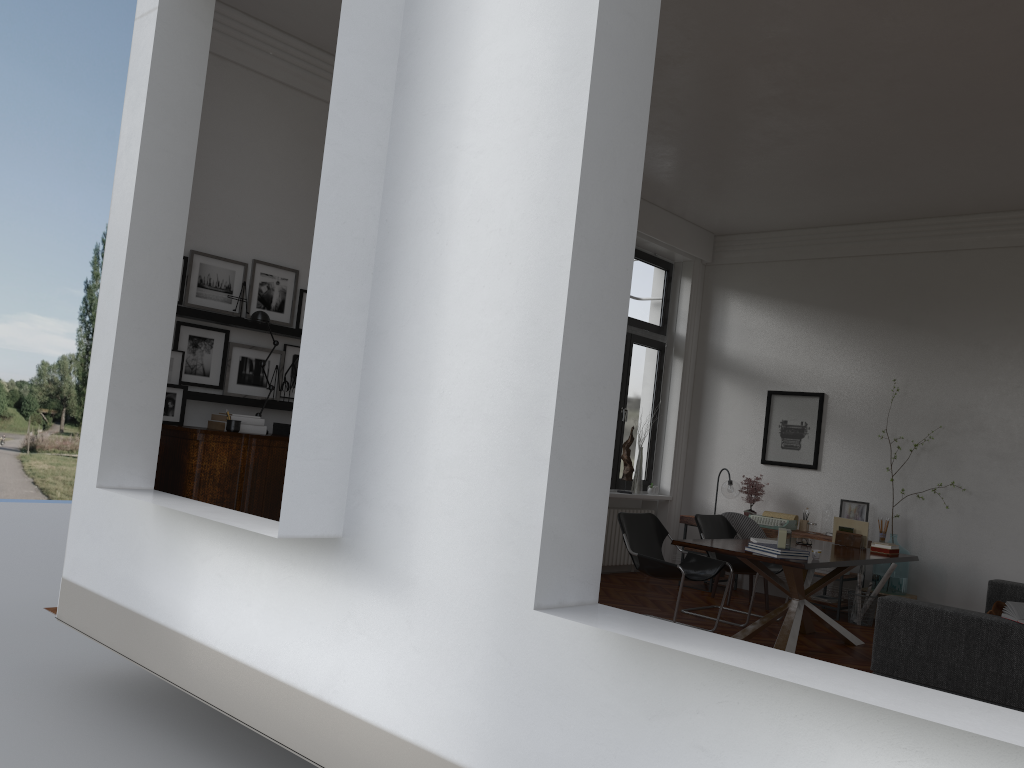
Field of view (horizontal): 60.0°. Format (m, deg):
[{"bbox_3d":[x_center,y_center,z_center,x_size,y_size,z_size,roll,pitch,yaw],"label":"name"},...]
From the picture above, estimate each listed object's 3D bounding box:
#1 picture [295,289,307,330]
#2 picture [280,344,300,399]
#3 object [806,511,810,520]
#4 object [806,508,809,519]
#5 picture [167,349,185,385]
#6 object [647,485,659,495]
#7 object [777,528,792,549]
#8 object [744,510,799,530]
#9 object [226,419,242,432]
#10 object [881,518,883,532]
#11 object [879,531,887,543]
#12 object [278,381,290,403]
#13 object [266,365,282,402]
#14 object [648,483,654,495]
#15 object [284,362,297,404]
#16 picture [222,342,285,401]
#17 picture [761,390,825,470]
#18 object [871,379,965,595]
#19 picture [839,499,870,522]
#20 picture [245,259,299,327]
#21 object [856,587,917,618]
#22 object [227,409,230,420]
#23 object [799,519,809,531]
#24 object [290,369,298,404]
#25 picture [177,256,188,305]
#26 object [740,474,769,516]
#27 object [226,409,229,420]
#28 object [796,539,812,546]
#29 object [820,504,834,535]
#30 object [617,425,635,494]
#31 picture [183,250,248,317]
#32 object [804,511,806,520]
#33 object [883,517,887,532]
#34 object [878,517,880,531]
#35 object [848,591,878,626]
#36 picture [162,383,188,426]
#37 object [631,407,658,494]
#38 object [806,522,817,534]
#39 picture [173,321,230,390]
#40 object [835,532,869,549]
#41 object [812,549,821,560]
[{"bbox_3d":[-1.443,-0.518,6.494,0.020,0.303,0.290,4,-4,43],"label":"picture"},{"bbox_3d":[-1.526,-0.075,6.441,0.020,0.384,0.343,4,-4,43],"label":"picture"},{"bbox_3d":[3.025,1.407,9.112,0.054,0.207,0.008,5,-3,26],"label":"object"},{"bbox_3d":[3.027,1.392,9.127,0.023,0.239,0.028,4,-3,40],"label":"object"},{"bbox_3d":[-2.237,-0.104,5.630,0.020,0.253,0.300,4,-4,43],"label":"picture"},{"bbox_3d":[1.631,1.224,10.249,0.132,0.097,0.135,6,-3,13],"label":"object"},{"bbox_3d":[1.886,1.070,6.141,0.082,0.125,0.276,5,-4,16],"label":"object"},{"bbox_3d":[2.620,1.388,9.097,0.534,0.148,0.485,3,-5,41],"label":"object"},{"bbox_3d":[-1.723,0.262,5.482,0.091,0.077,0.091,5,-3,16],"label":"object"},{"bbox_3d":[3.113,1.219,7.458,0.049,0.193,0.008,9,-3,-43],"label":"object"},{"bbox_3d":[3.125,1.289,7.475,0.058,0.091,0.058,5,-3,30],"label":"object"},{"bbox_3d":[-1.599,0.055,6.242,0.040,0.160,0.066,4,-3,43],"label":"object"},{"bbox_3d":[-1.660,-0.004,6.212,0.040,0.260,0.124,4,-3,43],"label":"object"},{"bbox_3d":[1.579,1.189,10.066,0.072,0.134,0.072,7,-3,-22],"label":"object"},{"bbox_3d":[-1.578,-0.007,6.313,0.040,0.298,0.118,4,-3,43],"label":"object"},{"bbox_3d":[-1.788,-0.078,6.155,0.020,0.364,0.434,4,-4,43],"label":"picture"},{"bbox_3d":[3.021,0.487,9.557,0.633,0.815,0.050,4,-4,43],"label":"picture"},{"bbox_3d":[3.869,0.983,8.442,0.807,2.056,0.354,5,-3,24],"label":"object"},{"bbox_3d":[3.406,1.350,8.846,0.282,0.369,0.023,4,-4,43],"label":"picture"},{"bbox_3d":[-1.680,-0.635,6.229,0.020,0.408,0.370,4,-4,43],"label":"picture"},{"bbox_3d":[3.566,2.142,8.453,0.434,0.316,0.342,3,-4,43],"label":"object"},{"bbox_3d":[-1.736,0.217,5.451,0.050,0.119,0.010,9,-4,-45],"label":"object"},{"bbox_3d":[2.998,1.453,9.105,0.075,0.113,0.058,4,-4,43],"label":"object"},{"bbox_3d":[-1.554,0.018,6.382,0.040,0.262,0.111,4,-3,43],"label":"object"},{"bbox_3d":[-2.211,-0.683,5.650,0.020,0.315,0.267,4,-4,43],"label":"picture"},{"bbox_3d":[2.570,1.222,9.528,0.290,0.528,0.308,6,-3,-2],"label":"object"},{"bbox_3d":[-1.750,0.224,5.472,0.010,0.139,0.046,4,-3,40],"label":"object"},{"bbox_3d":[2.401,1.302,7.324,0.132,0.047,0.114,6,-3,6],"label":"object"},{"bbox_3d":[3.185,1.369,8.960,0.112,0.302,0.112,7,-3,-11],"label":"object"},{"bbox_3d":[1.270,0.825,9.716,0.165,0.753,0.143,6,-2,-5],"label":"object"},{"bbox_3d":[-1.970,-0.667,5.912,0.020,0.367,0.416,4,-4,43],"label":"picture"},{"bbox_3d":[3.010,1.407,9.131,0.008,0.207,0.054,5,-3,30],"label":"object"},{"bbox_3d":[3.150,1.224,7.498,0.038,0.194,0.008,7,-3,-21],"label":"object"},{"bbox_3d":[3.104,1.220,7.483,0.049,0.193,0.008,6,-2,12],"label":"object"},{"bbox_3d":[3.253,2.103,8.254,0.261,0.304,0.261,6,-3,7],"label":"object"},{"bbox_3d":[-2.146,0.127,5.551,0.020,0.257,0.214,4,-4,43],"label":"picture"},{"bbox_3d":[1.491,0.711,9.909,0.296,1.053,0.289,9,-3,-44],"label":"object"},{"bbox_3d":[3.008,1.446,8.902,0.093,0.101,0.093,4,-4,34],"label":"object"},{"bbox_3d":[-2.059,-0.184,5.853,0.020,0.406,0.374,4,-4,43],"label":"picture"},{"bbox_3d":[2.937,1.321,7.662,0.228,0.166,0.150,3,-4,43],"label":"object"},{"bbox_3d":[2.104,1.184,6.150,0.082,0.065,0.064,8,-3,-27],"label":"object"}]
